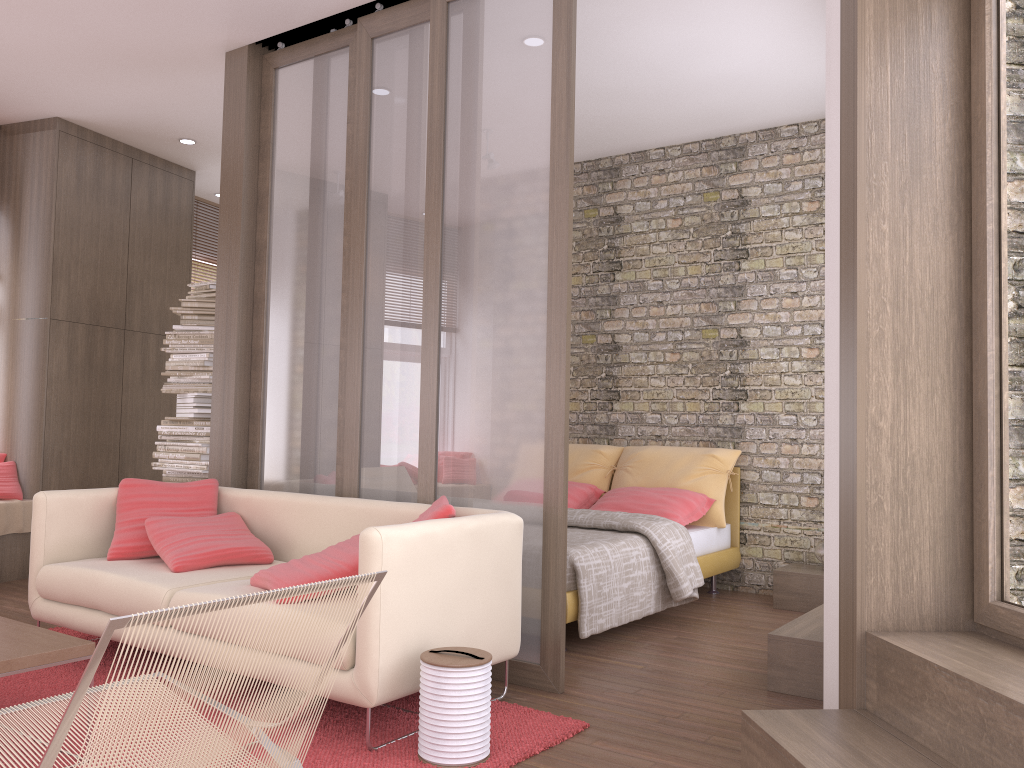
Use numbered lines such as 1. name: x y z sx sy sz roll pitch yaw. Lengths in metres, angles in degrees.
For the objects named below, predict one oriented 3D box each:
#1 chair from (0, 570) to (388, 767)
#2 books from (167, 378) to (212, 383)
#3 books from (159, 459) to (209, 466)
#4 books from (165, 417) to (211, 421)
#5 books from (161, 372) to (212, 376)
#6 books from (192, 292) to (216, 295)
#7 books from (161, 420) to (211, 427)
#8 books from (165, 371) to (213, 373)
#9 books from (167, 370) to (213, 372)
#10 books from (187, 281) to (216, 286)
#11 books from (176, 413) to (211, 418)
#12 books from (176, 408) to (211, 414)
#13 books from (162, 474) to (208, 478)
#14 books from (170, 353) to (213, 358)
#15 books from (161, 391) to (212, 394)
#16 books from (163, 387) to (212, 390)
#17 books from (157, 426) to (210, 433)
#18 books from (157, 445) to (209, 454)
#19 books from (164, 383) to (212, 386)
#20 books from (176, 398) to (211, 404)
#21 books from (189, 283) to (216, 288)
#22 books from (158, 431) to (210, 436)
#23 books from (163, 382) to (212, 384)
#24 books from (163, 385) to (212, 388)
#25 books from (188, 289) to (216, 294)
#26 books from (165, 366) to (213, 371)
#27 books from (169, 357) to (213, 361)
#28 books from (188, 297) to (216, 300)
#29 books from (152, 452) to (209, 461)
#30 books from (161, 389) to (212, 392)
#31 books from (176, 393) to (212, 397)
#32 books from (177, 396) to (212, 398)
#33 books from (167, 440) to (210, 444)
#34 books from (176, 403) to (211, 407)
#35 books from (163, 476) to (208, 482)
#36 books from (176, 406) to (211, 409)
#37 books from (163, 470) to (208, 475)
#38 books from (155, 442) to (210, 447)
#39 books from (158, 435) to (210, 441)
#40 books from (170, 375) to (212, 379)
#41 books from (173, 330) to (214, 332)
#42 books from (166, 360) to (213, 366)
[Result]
1. chair: -0.837 0.794 1.985 0.853 0.762 0.739 -1 -4 34
2. books: -2.163 -0.015 6.224 0.379 0.028 0.297 1 -3 10
3. books: -2.092 0.538 6.146 0.566 0.025 0.423 -1 -4 35
4. books: -2.144 0.248 6.206 0.450 0.022 0.364 2 -3 -5
5. books: -2.160 -0.059 6.201 0.467 0.020 0.283 1 -3 10
6. books: -2.080 -0.623 6.225 0.258 0.010 0.183 0 -3 20
7. books: -2.117 0.277 6.184 0.518 0.038 0.341 0 -3 20
8. books: -2.185 -0.074 6.208 0.368 0.009 0.262 1 -3 10
9. books: -2.171 -0.083 6.209 0.395 0.009 0.233 1 -3 10
10. books: -2.100 -0.692 6.233 0.313 0.014 0.204 -1 -4 35
11. books: -2.124 0.223 6.189 0.322 0.030 0.435 3 -4 -35
12. books: -2.099 0.191 6.153 0.317 0.030 0.524 3 -4 -35
13. books: -2.142 0.629 6.121 0.405 0.018 0.300 0 -3 15
14. books: -2.139 -0.186 6.206 0.379 0.028 0.297 0 -3 30
15. books: -2.152 0.065 6.178 0.469 0.015 0.267 1 -3 10
16. books: -2.164 0.036 6.199 0.432 0.013 0.288 1 -3 10
17. books: -2.159 0.316 6.185 0.469 0.038 0.364 0 -3 20
18. books: -2.130 0.454 6.189 0.542 0.046 0.421 -1 -4 35
19. books: -2.158 0.011 6.202 0.412 0.011 0.308 1 -3 10
20. books: -2.132 0.122 6.197 0.308 0.036 0.417 3 -4 -35
21. books: -2.088 -0.681 6.217 0.277 0.008 0.216 -1 -4 35
22. books: -2.157 0.346 6.160 0.442 0.025 0.346 0 -3 20
23. books: -2.178 0.002 6.216 0.395 0.007 0.308 1 -3 10
24. books: -2.151 0.023 6.191 0.446 0.012 0.291 1 -3 10
25. books: -2.096 -0.637 6.228 0.303 0.015 0.202 -1 -4 35
26. books: -2.172 -0.101 6.214 0.379 0.028 0.297 1 -3 10
27. books: -2.157 -0.162 6.221 0.388 0.020 0.287 0 -3 30
28. books: -2.094 -0.582 6.221 0.272 0.023 0.201 0 -3 15
29. books: -2.165 0.501 6.179 0.522 0.046 0.410 -1 -4 35
30. books: -2.173 0.050 6.200 0.444 0.015 0.279 1 -3 10
31. books: -2.100 0.081 6.171 0.326 0.018 0.500 3 -4 -35
32. books: -2.109 0.097 6.199 0.345 0.010 0.443 3 -4 -35
33. books: -2.099 0.400 6.173 0.542 0.020 0.320 -1 -4 35
34. books: -2.107 0.151 6.173 0.323 0.020 0.484 3 -4 -35
35. books: -2.139 0.655 6.114 0.396 0.033 0.310 0 -3 15
36. books: -2.140 0.169 6.192 0.294 0.013 0.413 3 -4 -35
37. books: -2.138 0.607 6.116 0.396 0.024 0.310 0 -3 15
38. books: -2.158 0.419 6.182 0.510 0.020 0.399 -1 -4 35
39. books: -2.151 0.377 6.193 0.469 0.028 0.368 0 -3 20
40. books: -2.142 -0.039 6.204 0.388 0.020 0.287 0 -3 30
41. books: -2.122 -0.357 6.230 0.416 0.015 0.245 0 -3 15
42. books: -2.180 -0.133 6.226 0.379 0.039 0.297 0 -3 30
